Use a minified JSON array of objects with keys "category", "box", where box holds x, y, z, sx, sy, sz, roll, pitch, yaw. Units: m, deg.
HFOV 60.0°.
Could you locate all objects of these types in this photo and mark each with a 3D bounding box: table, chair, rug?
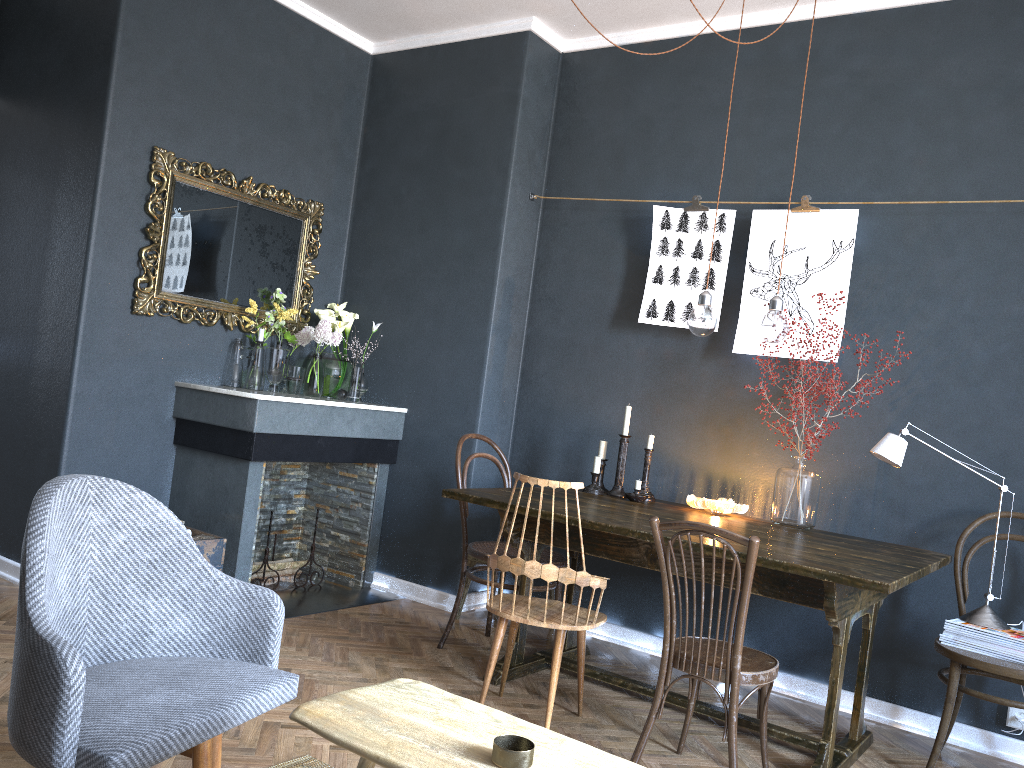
[{"category":"table","box":[-0.013,1.018,4.351,0.369,0.317,0.364,7,-1,35]},{"category":"chair","box":[0.109,0.745,3.095,0.455,0.856,0.384,7,0,20]},{"category":"table","box":[-0.009,0.852,1.357,0.787,0.550,0.340,7,0,35]},{"category":"chair","box":[-0.783,0.625,1.841,0.494,0.811,0.645,7,0,13]},{"category":"table","box":[0.659,0.881,3.356,1.603,0.727,1.127,7,-1,35]},{"category":"chair","box":[-0.014,0.703,3.835,0.548,0.920,0.438,7,0,37]},{"category":"chair","box":[0.609,0.816,2.677,0.362,0.820,0.467,7,0,34]},{"category":"chair","box":[1.706,0.914,3.056,0.437,0.920,0.550,7,0,32]},{"category":"rug","box":[-0.057,1.125,1.575,2.009,0.013,1.004,7,-1,35]}]

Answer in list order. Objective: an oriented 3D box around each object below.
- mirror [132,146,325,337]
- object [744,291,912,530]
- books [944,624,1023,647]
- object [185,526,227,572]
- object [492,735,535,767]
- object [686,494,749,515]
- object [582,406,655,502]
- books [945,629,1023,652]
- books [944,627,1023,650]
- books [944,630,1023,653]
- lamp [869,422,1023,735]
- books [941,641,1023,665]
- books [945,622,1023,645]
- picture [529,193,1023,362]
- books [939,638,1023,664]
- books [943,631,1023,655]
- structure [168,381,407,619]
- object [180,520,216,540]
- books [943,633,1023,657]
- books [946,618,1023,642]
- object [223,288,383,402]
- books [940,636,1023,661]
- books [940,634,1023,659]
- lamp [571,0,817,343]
[{"category":"mirror","box":[-1.375,-0.656,4.452,0.067,0.784,1.058,7,-1,35]},{"category":"object","box":[1.202,0.121,3.601,0.556,0.931,0.639,7,0,5]},{"category":"books","box":[1.678,0.859,3.035,0.219,0.008,0.304,8,-1,-44]},{"category":"object","box":[-1.604,0.796,3.891,0.552,0.326,0.383,7,-1,35]},{"category":"object","box":[0.122,0.576,1.258,0.103,0.033,0.368,8,-1,-45]},{"category":"object","box":[0.859,0.511,3.716,0.254,0.072,0.253,7,-1,41]},{"category":"object","box":[0.491,0.294,3.962,0.368,0.419,0.223,7,0,36]},{"category":"books","box":[1.674,0.873,3.036,0.219,0.008,0.288,8,-1,-44]},{"category":"books","box":[1.675,0.866,3.033,0.219,0.008,0.304,8,-1,-44]},{"category":"books","box":[1.678,0.878,3.036,0.219,0.006,0.304,8,-1,-43]},{"category":"lamp","box":[1.620,0.703,3.147,0.800,1.069,0.242,7,0,-11]},{"category":"books","box":[1.663,0.916,3.038,0.304,0.008,0.219,7,-1,42]},{"category":"books","box":[1.682,0.852,3.038,0.219,0.008,0.304,8,-1,-43]},{"category":"picture","box":[1.867,-0.397,3.344,4.453,0.771,0.058,7,0,35]},{"category":"books","box":[1.663,0.909,3.039,0.219,0.007,0.304,8,-1,-43]},{"category":"books","box":[1.671,0.883,3.042,0.219,0.008,0.288,8,-1,-42]},{"category":"structure","box":[-1.084,0.554,4.447,0.833,0.981,1.066,7,-1,35]},{"category":"object","box":[-1.592,0.721,3.895,0.532,0.247,0.370,7,-1,35]},{"category":"books","box":[1.670,0.889,3.042,0.219,0.008,0.288,8,-1,-42]},{"category":"books","box":[1.684,0.844,3.036,0.219,0.013,0.304,8,-1,-43]},{"category":"object","box":[-1.053,-0.209,4.632,0.474,0.547,0.728,7,-1,38]},{"category":"books","box":[1.665,0.902,3.038,0.219,0.008,0.304,8,-1,-43]},{"category":"books","box":[1.664,0.893,3.038,0.219,0.013,0.304,8,-1,-43]},{"category":"lamp","box":[0.414,-1.024,2.978,1.592,1.574,0.582,8,0,-24]}]
